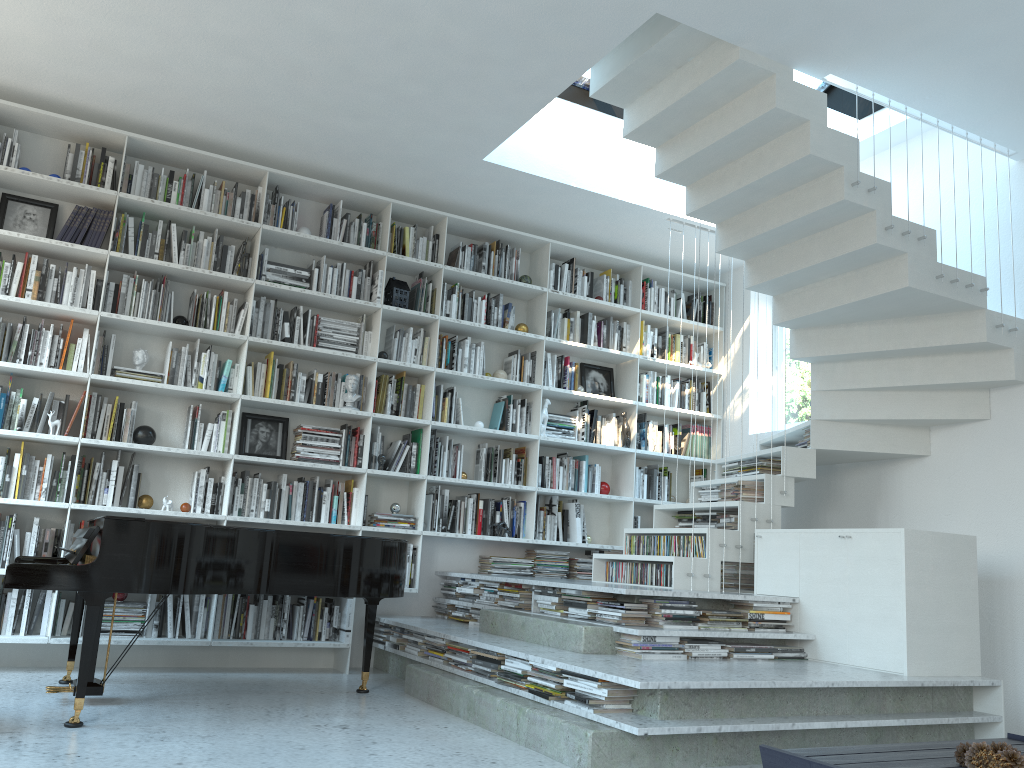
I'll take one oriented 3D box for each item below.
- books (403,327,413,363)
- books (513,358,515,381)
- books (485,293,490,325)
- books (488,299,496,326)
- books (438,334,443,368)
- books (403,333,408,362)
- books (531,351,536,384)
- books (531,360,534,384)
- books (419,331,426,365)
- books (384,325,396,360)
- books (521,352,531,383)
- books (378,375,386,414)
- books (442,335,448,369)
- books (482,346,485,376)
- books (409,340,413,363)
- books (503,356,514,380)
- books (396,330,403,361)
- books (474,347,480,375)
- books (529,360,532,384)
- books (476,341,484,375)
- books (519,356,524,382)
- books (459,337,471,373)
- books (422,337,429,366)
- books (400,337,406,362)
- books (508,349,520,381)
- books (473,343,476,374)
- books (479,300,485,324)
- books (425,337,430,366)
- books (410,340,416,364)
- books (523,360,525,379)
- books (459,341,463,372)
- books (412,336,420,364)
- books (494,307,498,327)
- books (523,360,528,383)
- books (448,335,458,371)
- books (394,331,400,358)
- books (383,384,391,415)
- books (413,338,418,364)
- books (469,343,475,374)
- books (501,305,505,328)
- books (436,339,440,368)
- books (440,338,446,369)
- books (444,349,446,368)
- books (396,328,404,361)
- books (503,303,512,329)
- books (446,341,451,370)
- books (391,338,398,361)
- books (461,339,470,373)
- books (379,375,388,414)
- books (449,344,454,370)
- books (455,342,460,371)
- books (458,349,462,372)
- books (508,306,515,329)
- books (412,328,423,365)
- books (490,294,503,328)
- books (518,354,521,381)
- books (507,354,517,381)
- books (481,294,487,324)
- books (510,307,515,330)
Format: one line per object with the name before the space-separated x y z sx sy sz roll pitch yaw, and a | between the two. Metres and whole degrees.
books | -0.744 -0.242 6.154 0.028 0.274 0.187 9 -12 -27
books | -0.018 -0.081 6.551 0.005 0.205 0.154 9 -12 -26
books | -0.208 -0.514 6.521 0.012 0.284 0.159 9 -12 -27
books | -0.182 -0.490 6.510 0.030 0.237 0.186 9 -12 -27
books | -0.538 -0.203 6.295 0.014 0.278 0.154 9 -12 -27
books | -0.771 -0.222 6.162 0.023 0.235 0.178 9 -12 -27
books | 0.129 -0.097 6.608 0.005 0.277 0.182 9 -12 -26
books | 0.116 -0.062 6.603 0.012 0.205 0.169 9 -12 -27
books | -0.659 -0.224 6.221 0.025 0.276 0.173 9 -12 -27
books | -0.854 -0.258 6.136 0.019 0.284 0.159 9 -12 -27
books | 0.085 -0.093 6.588 0.016 0.256 0.176 9 -12 -27
books | -0.913 0.091 6.045 0.035 0.292 0.145 9 -12 -27
books | -0.500 -0.197 6.329 0.014 0.283 0.135 9 -12 -27
books | -0.234 -0.140 6.447 0.034 0.253 0.161 9 -12 -27
books | -0.738 -0.199 6.164 0.024 0.194 0.173 9 -12 -27
books | -0.029 -0.089 6.551 0.015 0.220 0.140 9 -12 -27
books | -0.809 -0.234 6.150 0.028 0.249 0.164 9 -12 -27
books | -0.283 -0.141 6.408 0.021 0.232 0.183 9 -12 -27
books | 0.096 -0.066 6.589 0.013 0.204 0.174 9 -12 -27
books | -0.257 -0.159 6.412 0.024 0.272 0.170 9 -12 -27
books | 0.040 -0.083 6.581 0.016 0.227 0.160 9 -12 -27
books | -0.350 -0.181 6.389 0.027 0.294 0.159 9 -12 -27
books | -0.638 -0.201 6.210 0.028 0.229 0.177 9 -12 -27
books | -0.787 -0.210 6.157 0.023 0.206 0.171 9 -12 -27
books | 0.009 -0.110 6.555 0.015 0.267 0.164 9 -12 -27
books | -0.309 -0.156 6.413 0.024 0.261 0.134 9 -12 -27
books | -0.249 -0.490 6.462 0.021 0.208 0.181 9 -12 -27
books | -0.629 -0.200 6.233 0.026 0.237 0.173 9 -12 -27
books | -0.723 -0.196 6.175 0.027 0.196 0.185 9 -12 -27
books | 0.050 -0.069 6.590 0.012 0.206 0.138 9 -12 -27
books | -0.394 -0.169 6.362 0.011 0.256 0.131 9 -12 -27
books | -0.690 -0.208 6.203 0.024 0.233 0.150 9 -12 -27
books | -0.161 -0.458 6.521 0.027 0.181 0.176 9 -12 -27
books | 0.066 -0.067 6.585 0.013 0.201 0.173 9 -12 -27
books | -0.436 -0.193 6.319 0.014 0.280 0.177 9 -12 -27
books | -0.827 -0.233 6.146 0.024 0.242 0.159 9 -12 -27
books | -0.870 0.126 6.052 0.015 0.231 0.180 9 -12 -27
books | -0.704 -0.200 6.186 0.029 0.210 0.158 9 -12 -27
books | -0.322 -0.154 6.383 0.025 0.244 0.183 9 -12 -27
books | -0.109 -0.465 6.551 0.030 0.212 0.157 9 -12 -27
books | -0.561 -0.188 6.286 0.030 0.241 0.138 9 -12 -27
books | -0.519 -0.188 6.284 0.014 0.247 0.177 9 -12 -27
books | -0.511 -0.150 6.296 0.021 0.178 0.137 9 -12 -27
books | -0.795 -0.245 6.159 0.019 0.275 0.146 9 -12 -27
books | -0.066 -0.471 6.562 0.054 0.235 0.171 9 -12 -27
books | -0.481 -0.174 6.313 0.013 0.236 0.157 9 -12 -27
books | -0.836 -0.210 6.114 0.028 0.185 0.181 9 -12 -27
books | -0.364 -0.173 6.351 0.030 0.262 0.182 9 -12 -27
books | -0.894 0.091 6.038 0.035 0.292 0.145 9 -12 -27
books | -0.465 -0.161 6.321 0.026 0.215 0.161 9 -12 -27
books | -0.425 -0.168 6.329 0.022 0.237 0.164 9 -12 -27
books | -0.409 -0.142 6.343 0.025 0.193 0.171 9 -12 -27
books | -0.051 -0.457 6.578 0.048 0.216 0.182 9 -12 -27
books | -0.674 -0.234 6.218 0.028 0.293 0.154 9 -12 -27
books | -0.126 -0.507 6.532 0.029 0.284 0.183 9 -12 -27
books | 0.017 -0.095 6.569 0.016 0.243 0.152 9 -12 -27
books | -0.009 -0.093 6.556 0.012 0.231 0.154 9 -12 -27
books | -0.230 -0.510 6.494 0.012 0.264 0.156 9 -12 -27
books | -0.026 -0.456 6.611 0.026 0.229 0.140 9 -12 -27
